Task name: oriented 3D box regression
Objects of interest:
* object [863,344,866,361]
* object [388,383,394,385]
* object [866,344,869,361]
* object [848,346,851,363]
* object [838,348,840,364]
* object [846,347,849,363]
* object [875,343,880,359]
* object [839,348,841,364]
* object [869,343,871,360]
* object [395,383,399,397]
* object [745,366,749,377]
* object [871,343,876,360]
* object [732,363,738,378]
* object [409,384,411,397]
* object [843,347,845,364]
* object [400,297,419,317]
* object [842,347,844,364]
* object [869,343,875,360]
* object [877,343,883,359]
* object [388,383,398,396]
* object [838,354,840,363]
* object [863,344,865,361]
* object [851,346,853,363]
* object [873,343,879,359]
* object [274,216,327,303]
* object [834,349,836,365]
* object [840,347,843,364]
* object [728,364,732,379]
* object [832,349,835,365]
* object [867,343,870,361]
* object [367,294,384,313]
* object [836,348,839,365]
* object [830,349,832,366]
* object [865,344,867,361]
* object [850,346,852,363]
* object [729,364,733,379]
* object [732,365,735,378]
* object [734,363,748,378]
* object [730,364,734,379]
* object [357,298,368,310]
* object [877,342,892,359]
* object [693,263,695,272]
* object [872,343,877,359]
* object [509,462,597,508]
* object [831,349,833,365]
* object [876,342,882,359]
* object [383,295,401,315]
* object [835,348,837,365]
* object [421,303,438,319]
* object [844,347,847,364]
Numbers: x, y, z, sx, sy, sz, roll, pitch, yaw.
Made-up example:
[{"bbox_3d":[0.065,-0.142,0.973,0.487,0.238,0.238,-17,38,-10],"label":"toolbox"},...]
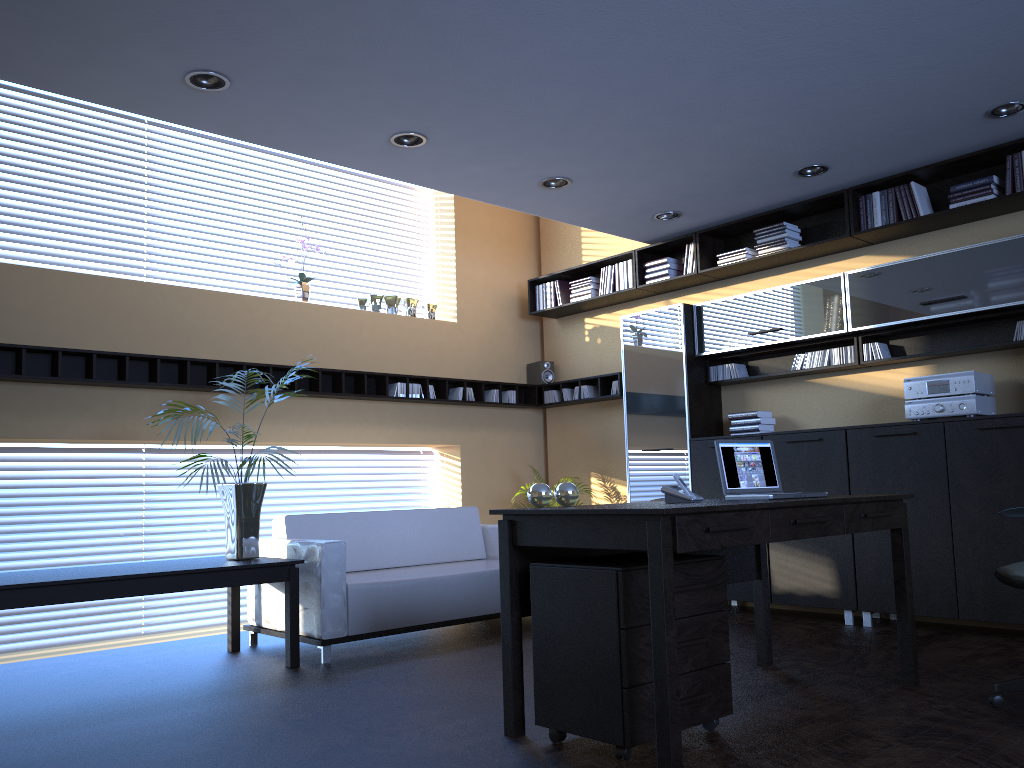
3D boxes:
[{"bbox_3d":[2.502,-0.215,6.209,0.142,0.120,0.009,4,-8,-42],"label":"object"},{"bbox_3d":[-1.027,0.057,7.551,0.041,0.122,0.142,3,-8,-42],"label":"object"},{"bbox_3d":[2.513,-0.217,6.192,0.142,0.120,0.009,4,-8,-42],"label":"object"},{"bbox_3d":[2.428,-0.203,6.289,0.142,0.120,0.009,4,-8,-42],"label":"object"},{"bbox_3d":[2.373,-0.194,6.347,0.140,0.118,0.006,4,-8,-42],"label":"object"},{"bbox_3d":[2.419,-0.200,6.308,0.142,0.120,0.009,4,-8,-42],"label":"object"},{"bbox_3d":[2.565,-0.224,6.142,0.140,0.117,0.026,4,-8,-42],"label":"object"},{"bbox_3d":[2.384,-0.195,6.344,0.142,0.120,0.009,4,-8,-42],"label":"object"},{"bbox_3d":[2.529,-0.219,6.179,0.140,0.118,0.006,4,-8,-42],"label":"object"},{"bbox_3d":[-1.007,0.056,7.563,0.009,0.120,0.142,3,-8,-42],"label":"object"},{"bbox_3d":[1.810,-0.099,6.982,0.140,0.115,0.036,4,-8,-42],"label":"object"},{"bbox_3d":[2.545,-0.221,6.166,0.140,0.117,0.026,4,-8,-42],"label":"object"},{"bbox_3d":[1.793,-0.099,6.987,0.142,0.119,0.030,4,-8,-42],"label":"object"},{"bbox_3d":[-0.921,0.063,7.643,0.009,0.120,0.142,3,-8,-42],"label":"object"},{"bbox_3d":[2.401,-0.198,6.318,0.142,0.120,0.009,4,-8,-42],"label":"object"},{"bbox_3d":[-0.928,-0.676,7.985,0.137,0.173,0.144,-6,-8,38],"label":"object"},{"bbox_3d":[2.401,-0.197,6.332,0.142,0.120,0.009,4,-8,-42],"label":"object"},{"bbox_3d":[2.530,-0.219,6.181,0.142,0.120,0.009,4,-8,-42],"label":"object"},{"bbox_3d":[2.576,-0.225,6.131,0.140,0.115,0.036,4,-8,-42],"label":"object"},{"bbox_3d":[-1.026,0.057,7.548,0.040,0.118,0.142,3,-8,-42],"label":"object"},{"bbox_3d":[2.375,-0.194,6.349,0.142,0.120,0.009,4,-8,-42],"label":"object"},{"bbox_3d":[2.499,-0.215,6.206,0.140,0.118,0.006,4,-8,-42],"label":"object"},{"bbox_3d":[2.445,-0.205,6.277,0.142,0.120,0.009,4,-8,-42],"label":"object"},{"bbox_3d":[2.557,-0.223,6.149,0.142,0.119,0.030,4,-8,-42],"label":"object"},{"bbox_3d":[-1.702,-0.994,7.325,0.352,0.693,0.438,-5,-6,27],"label":"object"},{"bbox_3d":[2.359,-0.190,6.375,0.140,0.118,0.006,4,-8,-42],"label":"object"},{"bbox_3d":[2.386,-0.196,6.332,0.142,0.120,0.009,4,-8,-42],"label":"object"},{"bbox_3d":[1.763,-0.093,7.030,0.142,0.120,0.009,4,-8,-42],"label":"object"},{"bbox_3d":[2.350,-0.189,6.381,0.142,0.120,0.009,4,-8,-42],"label":"object"},{"bbox_3d":[2.523,-0.218,6.188,0.142,0.120,0.009,4,-8,-42],"label":"object"},{"bbox_3d":[-1.194,-0.690,7.745,0.133,0.159,0.126,1,-6,-22],"label":"object"},{"bbox_3d":[2.366,-0.193,6.354,0.142,0.120,0.009,4,-8,-42],"label":"object"},{"bbox_3d":[2.335,-0.187,6.394,0.142,0.120,0.009,4,-8,-42],"label":"object"},{"bbox_3d":[2.508,-0.216,6.200,0.140,0.118,0.006,4,-8,-42],"label":"object"},{"bbox_3d":[2.435,-0.204,6.282,0.142,0.120,0.009,4,-8,-42],"label":"object"},{"bbox_3d":[1.774,-0.096,7.011,0.140,0.117,0.026,4,-8,-42],"label":"object"},{"bbox_3d":[1.791,-0.097,7.000,0.142,0.119,0.030,4,-8,-42],"label":"object"},{"bbox_3d":[1.805,-0.099,6.978,0.142,0.118,0.040,4,-8,-42],"label":"object"},{"bbox_3d":[1.781,-0.097,7.005,0.142,0.119,0.030,4,-8,-42],"label":"object"},{"bbox_3d":[-1.291,-0.674,7.655,0.089,0.113,0.095,-1,-6,-7],"label":"object"},{"bbox_3d":[2.577,-0.225,6.133,0.142,0.118,0.040,4,-8,-42],"label":"object"},{"bbox_3d":[1.549,-1.010,7.208,0.207,0.259,0.075,4,-8,-42],"label":"object"},{"bbox_3d":[2.550,-0.222,6.157,0.142,0.119,0.030,4,-8,-42],"label":"object"},{"bbox_3d":[0.385,1.297,7.950,0.840,1.237,0.691,-1,-6,-9],"label":"object"},{"bbox_3d":[2.340,-0.188,6.386,0.142,0.120,0.009,4,-8,-42],"label":"object"},{"bbox_3d":[2.567,-0.224,6.144,0.142,0.119,0.030,4,-8,-42],"label":"object"},{"bbox_3d":[-1.063,-0.686,7.868,0.137,0.173,0.145,-3,-6,8],"label":"object"},{"bbox_3d":[2.362,-0.192,6.364,0.140,0.118,0.006,4,-8,-42],"label":"object"},{"bbox_3d":[-0.758,-0.651,8.136,0.124,0.149,0.118,4,-8,-42],"label":"object"},{"bbox_3d":[2.409,-0.199,6.312,0.142,0.120,0.009,4,-8,-42],"label":"object"}]
